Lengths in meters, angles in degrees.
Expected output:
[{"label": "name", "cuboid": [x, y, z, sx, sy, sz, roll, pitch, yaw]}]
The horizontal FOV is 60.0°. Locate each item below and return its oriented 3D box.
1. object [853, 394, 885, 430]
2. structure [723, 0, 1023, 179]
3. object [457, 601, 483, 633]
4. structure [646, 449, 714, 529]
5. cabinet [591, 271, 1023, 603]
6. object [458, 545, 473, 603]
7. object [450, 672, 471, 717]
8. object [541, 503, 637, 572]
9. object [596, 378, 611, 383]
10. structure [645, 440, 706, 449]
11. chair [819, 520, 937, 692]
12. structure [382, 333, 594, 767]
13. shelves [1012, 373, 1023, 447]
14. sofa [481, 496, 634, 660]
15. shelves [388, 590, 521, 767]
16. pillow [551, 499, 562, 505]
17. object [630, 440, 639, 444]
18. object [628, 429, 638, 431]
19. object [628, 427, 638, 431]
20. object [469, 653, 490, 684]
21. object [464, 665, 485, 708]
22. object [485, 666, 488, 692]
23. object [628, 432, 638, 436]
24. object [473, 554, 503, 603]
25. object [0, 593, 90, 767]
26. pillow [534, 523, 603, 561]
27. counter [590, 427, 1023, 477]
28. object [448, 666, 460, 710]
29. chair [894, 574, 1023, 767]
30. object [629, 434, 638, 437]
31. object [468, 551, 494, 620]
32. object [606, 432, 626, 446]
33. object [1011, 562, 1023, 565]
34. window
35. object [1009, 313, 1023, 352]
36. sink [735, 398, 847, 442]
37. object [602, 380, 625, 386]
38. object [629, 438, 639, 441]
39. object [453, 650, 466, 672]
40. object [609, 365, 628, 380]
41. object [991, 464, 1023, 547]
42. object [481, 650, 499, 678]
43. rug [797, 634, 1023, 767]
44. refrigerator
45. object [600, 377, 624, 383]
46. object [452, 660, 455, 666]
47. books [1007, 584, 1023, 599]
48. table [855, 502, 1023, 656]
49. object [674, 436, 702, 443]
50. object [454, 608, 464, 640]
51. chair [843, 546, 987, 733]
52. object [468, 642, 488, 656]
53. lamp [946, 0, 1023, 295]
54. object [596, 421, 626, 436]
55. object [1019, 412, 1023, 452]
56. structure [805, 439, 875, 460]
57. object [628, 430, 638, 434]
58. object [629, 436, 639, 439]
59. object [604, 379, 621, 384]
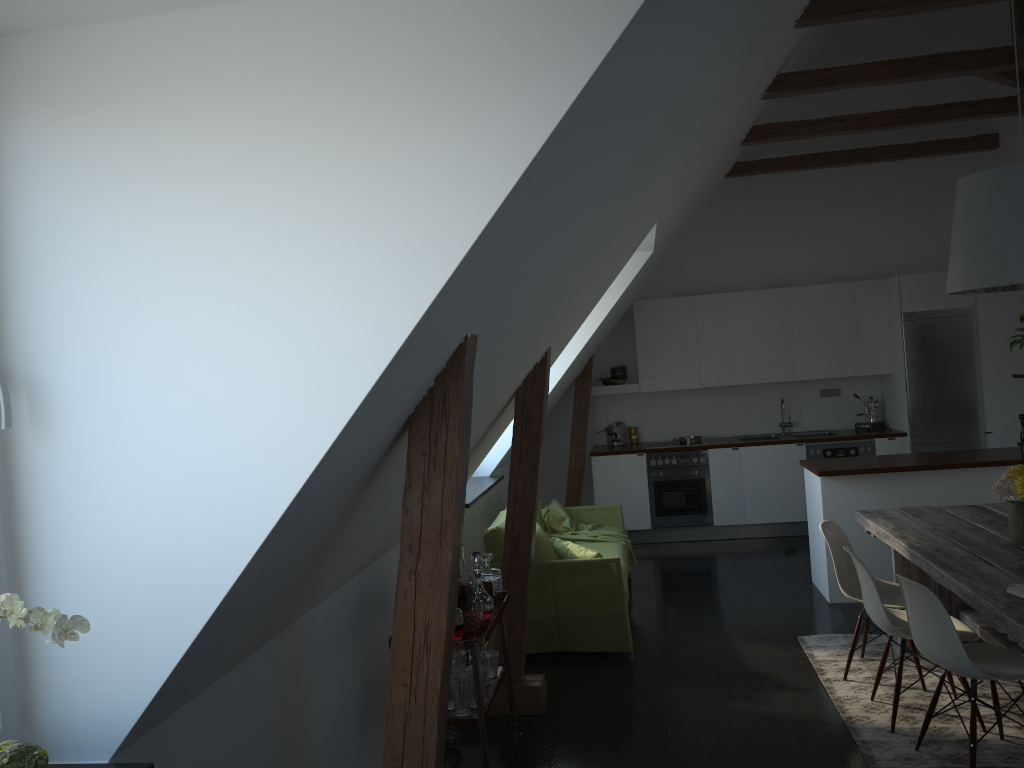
[{"label": "object", "cuboid": [3.479, 0.266, 8.711, 0.353, 0.370, 0.206, -5, 1, -35]}, {"label": "structure", "cuboid": [4.061, -2.343, 0.404, 10.230, 3.562, 15.910, -4, 1, 14]}, {"label": "object", "cuboid": [-0.218, 0.965, 3.664, 0.245, 0.092, 0.151, -4, 1, 37]}, {"label": "structure", "cuboid": [1.649, 1.003, 8.792, 0.583, 0.725, 0.749, -4, 1, 8]}, {"label": "cabinet", "cuboid": [2.708, 0.265, 7.513, 4.208, 2.369, 3.033, -4, 1, 8]}, {"label": "object", "cuboid": [-0.214, 0.856, 3.879, 0.081, 0.307, 0.081, -4, 1, 14]}, {"label": "object", "cuboid": [-0.201, 1.242, 3.540, 0.087, 0.155, 0.087, -5, 1, -19]}, {"label": "object", "cuboid": [0.584, 1.184, 6.933, 0.722, 0.493, 0.711, -4, 1, 3]}, {"label": "object", "cuboid": [0.980, -0.028, 9.081, 0.357, 0.075, 0.244, -5, 1, -21]}, {"label": "structure", "cuboid": [1.612, 0.613, 8.773, 0.574, 0.041, 0.504, -4, 1, 8]}, {"label": "chair", "cuboid": [1.946, 1.138, 4.700, 0.542, 0.801, 0.465, -4, 1, 34]}, {"label": "structure", "cuboid": [-0.487, 0.784, 2.830, 1.023, 1.963, 12.350, -4, 1, 8]}, {"label": "shelves", "cuboid": [4.168, 0.181, 6.581, 0.660, 0.553, 0.408, -4, 1, 8]}, {"label": "sofa", "cuboid": [0.376, 1.230, 6.324, 0.898, 0.825, 2.093, -4, 1, 7]}, {"label": "shelves", "cuboid": [-0.224, 1.354, 3.829, 0.438, 0.732, 0.803, -4, 1, 4]}, {"label": "pillow", "cuboid": [0.381, 1.085, 7.085, 0.210, 0.275, 0.462, -4, 1, 6]}, {"label": "object", "cuboid": [1.264, 0.599, 9.153, 0.100, 0.036, 0.100, -4, 1, 5]}, {"label": "object", "cuboid": [1.246, 0.483, 9.150, 0.100, 0.036, 0.100, -4, 1, 37]}, {"label": "object", "cuboid": [1.246, 0.463, 9.148, 0.100, 0.047, 0.099, -4, 1, 4]}, {"label": "object", "cuboid": [-0.138, 1.250, 3.882, 0.095, 0.119, 0.095, -5, 1, -30]}, {"label": "object", "cuboid": [-0.146, 1.237, 3.623, 0.087, 0.155, 0.087, -5, 1, -19]}, {"label": "object", "cuboid": [-0.147, 1.263, 3.775, 0.092, 0.099, 0.092, -5, 1, -14]}, {"label": "object", "cuboid": [1.251, 0.518, 9.154, 0.099, 0.057, 0.101, -4, 1, 20]}, {"label": "object", "cuboid": [-0.112, 0.891, 4.082, 0.101, 0.211, 0.101, -4, 1, 23]}, {"label": "object", "cuboid": [-0.929, 0.618, 1.662, 0.309, 0.461, 0.131, -4, 1, 27]}, {"label": "pillow", "cuboid": [0.350, 1.046, 5.547, 0.600, 0.387, 0.475, -4, 1, 5]}, {"label": "counter", "cuboid": [2.301, 0.577, 7.555, 3.365, 0.038, 3.085, -4, 1, 8]}, {"label": "object", "cuboid": [-0.250, 1.245, 3.625, 0.087, 0.155, 0.087, -5, 1, -19]}, {"label": "chair", "cuboid": [1.875, 1.157, 3.602, 0.542, 0.801, 0.465, -5, 1, -6]}, {"label": "object", "cuboid": [1.254, 0.540, 9.155, 0.099, 0.043, 0.100, -5, 1, -4]}, {"label": "object", "cuboid": [-0.141, 0.858, 3.783, 0.114, 0.292, 0.114, -5, 1, -20]}, {"label": "object", "cuboid": [1.091, 0.555, 9.073, 0.200, 0.154, 0.348, -5, 1, -12]}, {"label": "object", "cuboid": [2.123, 0.732, 3.579, 0.194, 0.022, 0.019, -4, 1, 24]}, {"label": "window", "cuboid": [1.752, -1.499, 2.608, 5.959, 4.249, 8.018, -4, 1, 8]}, {"label": "object", "cuboid": [4.012, -0.329, 6.685, 0.493, 0.486, 0.506, -4, 1, 28]}, {"label": "sink", "cuboid": [2.697, 0.402, 8.685, 0.963, 0.519, 0.671, -4, 1, 8]}, {"label": "object", "cuboid": [1.047, -0.018, 9.033, 0.243, 0.056, 0.350, -5, 1, -3]}, {"label": "object", "cuboid": [1.261, 0.577, 9.152, 0.100, 0.048, 0.099, -4, 1, 27]}, {"label": "object", "cuboid": [-0.248, 1.258, 3.948, 0.095, 0.119, 0.095, -5, 1, -30]}, {"label": "object", "cuboid": [1.093, -0.108, 9.088, 0.190, 0.166, 0.200, -5, 1, -29]}, {"label": "object", "cuboid": [2.332, 0.547, 4.022, 0.233, 0.365, 0.293, -5, 1, -21]}, {"label": "object", "cuboid": [-0.099, 1.257, 3.974, 0.092, 0.099, 0.092, -5, 1, -14]}, {"label": "rug", "cuboid": [2.475, 1.500, 3.954, 1.898, 0.022, 2.677, -4, 1, 8]}, {"label": "refrigerator", "cuboid": [3.940, 0.257, 8.092, 0.609, 1.868, 0.031, -4, 1, 8]}, {"label": "object", "cuboid": [1.012, -0.039, 8.994, 0.061, 0.077, 0.331, -5, 1, -33]}, {"label": "object", "cuboid": [-0.287, 1.263, 3.833, 0.095, 0.119, 0.095, -5, 1, -30]}, {"label": "books", "cuboid": [1.958, 0.752, 3.200, 0.202, 0.042, 0.251, -5, 1, -4]}, {"label": "table", "cuboid": [2.435, 1.116, 3.970, 1.141, 0.788, 2.421, -4, 1, 8]}, {"label": "object", "cuboid": [1.724, 0.553, 8.839, 0.351, 0.061, 0.232, -5, 1, -18]}, {"label": "object", "cuboid": [-0.251, 0.912, 3.508, 0.087, 0.206, 0.087, -4, 1, 33]}, {"label": "chair", "cuboid": [1.860, 1.152, 4.129, 0.542, 0.801, 0.465, -4, 1, 9]}, {"label": "object", "cuboid": [-0.153, 1.249, 4.071, 0.095, 0.119, 0.095, -5, 1, -30]}, {"label": "lamp", "cuboid": [2.233, -1.839, 3.947, 0.757, 2.813, 0.697, -5, 1, -32]}, {"label": "object", "cuboid": [0.994, 0.483, 9.116, 0.371, 0.169, 0.203, -5, 1, -19]}, {"label": "object", "cuboid": [3.605, 0.332, 6.180, 0.123, 0.283, 0.061, -4, 1, 8]}, {"label": "structure", "cuboid": [3.112, 0.887, 8.491, 0.612, 0.725, 0.582, -4, 1, 8]}, {"label": "object", "cuboid": [1.247, 0.500, 9.150, 0.100, 0.036, 0.100, -5, 1, -25]}, {"label": "object", "cuboid": [1.257, 0.560, 9.153, 0.099, 0.051, 0.099, -5, 1, -6]}, {"label": "object", "cuboid": [0.999, -0.030, 8.987, 0.065, 0.065, 0.332, -5, 1, -24]}]
